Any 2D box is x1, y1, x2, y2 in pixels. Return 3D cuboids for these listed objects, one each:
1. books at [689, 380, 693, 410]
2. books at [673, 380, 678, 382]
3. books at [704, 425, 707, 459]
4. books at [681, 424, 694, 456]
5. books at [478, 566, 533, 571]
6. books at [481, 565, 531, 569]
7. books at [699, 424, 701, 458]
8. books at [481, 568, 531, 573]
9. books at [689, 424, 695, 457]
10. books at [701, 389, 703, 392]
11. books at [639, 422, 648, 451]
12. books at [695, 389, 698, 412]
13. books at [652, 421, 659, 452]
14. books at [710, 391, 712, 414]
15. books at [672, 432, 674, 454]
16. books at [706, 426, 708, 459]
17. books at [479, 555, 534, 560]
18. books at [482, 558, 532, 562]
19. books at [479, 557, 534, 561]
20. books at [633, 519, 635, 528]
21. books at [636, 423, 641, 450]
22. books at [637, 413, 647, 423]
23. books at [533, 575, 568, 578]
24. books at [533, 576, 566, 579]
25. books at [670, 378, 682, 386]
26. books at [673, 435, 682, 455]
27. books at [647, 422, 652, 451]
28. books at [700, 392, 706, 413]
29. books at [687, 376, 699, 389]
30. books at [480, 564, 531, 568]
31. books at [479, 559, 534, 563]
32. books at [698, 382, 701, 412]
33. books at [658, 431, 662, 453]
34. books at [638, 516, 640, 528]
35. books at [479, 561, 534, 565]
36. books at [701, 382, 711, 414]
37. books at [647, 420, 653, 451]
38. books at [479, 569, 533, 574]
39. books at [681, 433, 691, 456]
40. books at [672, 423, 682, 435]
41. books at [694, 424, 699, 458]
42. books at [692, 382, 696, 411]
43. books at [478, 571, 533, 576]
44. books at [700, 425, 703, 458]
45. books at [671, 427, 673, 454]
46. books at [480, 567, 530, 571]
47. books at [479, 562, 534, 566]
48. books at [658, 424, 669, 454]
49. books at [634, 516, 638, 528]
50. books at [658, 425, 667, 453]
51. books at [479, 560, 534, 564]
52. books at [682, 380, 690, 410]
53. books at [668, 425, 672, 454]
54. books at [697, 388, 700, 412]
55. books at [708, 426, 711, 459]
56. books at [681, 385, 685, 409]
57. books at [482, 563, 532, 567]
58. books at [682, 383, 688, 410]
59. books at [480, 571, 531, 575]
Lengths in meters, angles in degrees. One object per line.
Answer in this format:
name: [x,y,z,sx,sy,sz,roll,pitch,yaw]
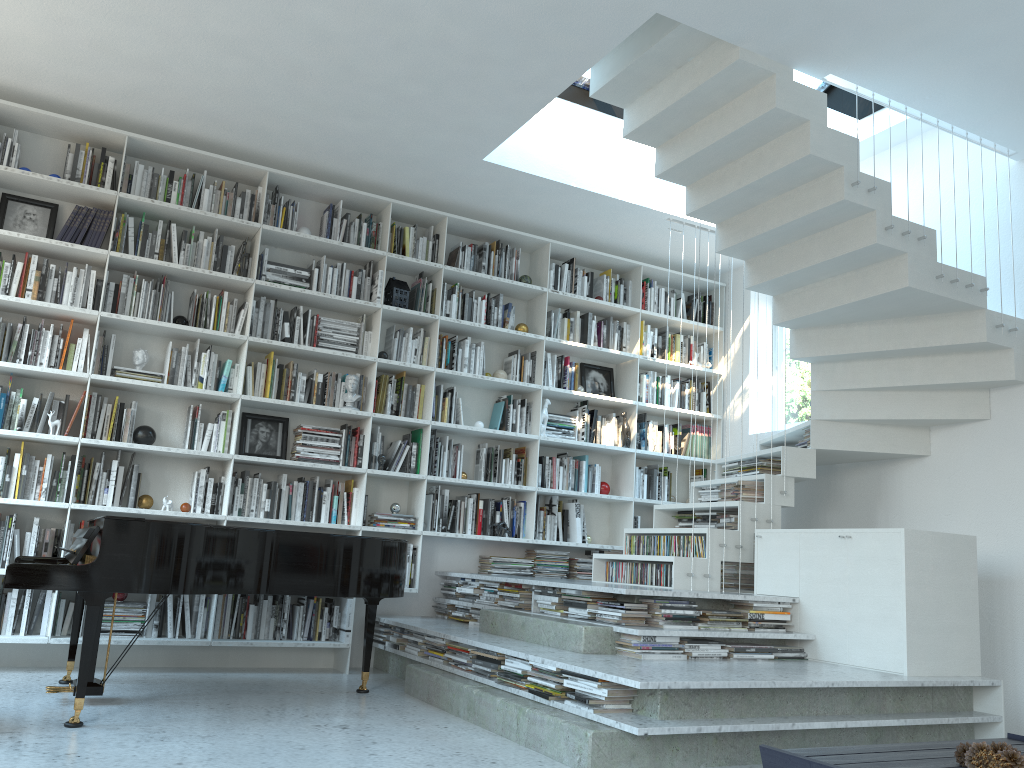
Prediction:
books: [1.417,0.118,7.268,0.013,0.276,0.188,9,-12,-27]
books: [1.316,0.109,7.245,0.010,0.273,0.130,9,-12,-27]
books: [1.533,0.492,7.266,0.018,0.293,0.169,9,-12,-27]
books: [1.395,0.473,7.201,0.072,0.291,0.169,9,-12,-27]
books: [-0.048,1.313,6.315,0.346,0.007,0.193,10,-13,-28]
books: [-0.044,1.304,6.309,0.308,0.008,0.195,11,-13,-31]
books: [1.483,0.485,7.246,0.018,0.293,0.169,9,-12,-27]
books: [-0.048,1.326,6.307,0.308,0.008,0.195,8,-12,-23]
books: [1.429,0.476,7.218,0.033,0.293,0.169,9,-12,-27]
books: [1.535,0.168,7.358,0.024,0.230,0.131,9,-12,-27]
books: [1.008,0.430,6.995,0.022,0.242,0.171,9,-12,-27]
books: [1.459,0.157,7.279,0.025,0.211,0.188,9,-12,-27]
books: [1.097,0.436,7.040,0.056,0.261,0.177,9,-12,-27]
books: [1.601,0.178,7.358,0.021,0.218,0.184,9,-12,-27]
books: [1.257,0.496,7.150,0.014,0.206,0.138,9,-12,-27]
books: [1.547,0.496,7.278,0.018,0.293,0.169,9,-12,-27]
books: [-0.041,1.240,6.330,0.346,0.007,0.193,9,-13,-25]
books: [-0.042,1.254,6.327,0.308,0.008,0.195,9,-13,-25]
books: [-0.041,1.247,6.329,0.346,0.007,0.193,10,-13,-28]
books: [0.866,1.130,6.727,0.031,0.214,0.165,9,-12,-27]
books: [0.956,0.431,6.999,0.066,0.236,0.144,9,-12,-27]
books: [1.017,0.397,7.027,0.012,0.321,0.141,9,-12,-27]
books: [0.243,1.399,6.461,0.285,0.007,0.160,9,-13,-27]
books: [0.246,1.405,6.454,0.254,0.007,0.161,9,-12,-24]
books: [1.333,0.102,7.251,0.024,0.291,0.132,9,-12,-27]
books: [1.292,0.505,7.121,0.024,0.180,0.191,9,-12,-27]
books: [1.040,0.434,7.011,0.026,0.245,0.181,9,-12,-27]
books: [1.527,0.176,7.312,0.029,0.195,0.192,9,-12,-27]
books: [1.490,0.109,7.331,0.013,0.329,0.140,9,-12,-27]
books: [-0.049,1.299,6.322,0.308,0.008,0.195,9,-13,-27]
books: [-0.042,1.262,6.326,0.346,0.007,0.193,9,-13,-25]
books: [1.504,0.132,7.325,0.013,0.282,0.149,9,-12,-27]
books: [1.129,0.477,7.051,0.023,0.189,0.170,9,-12,-27]
books: [0.917,1.126,6.752,0.030,0.238,0.151,9,-12,-27]
books: [-0.043,1.276,6.323,0.346,0.007,0.193,9,-13,-25]
books: [1.576,0.137,7.350,0.042,0.292,0.186,9,-12,-27]
books: [1.057,0.430,7.034,0.022,0.265,0.157,9,-12,-27]
books: [-0.046,1.333,6.302,0.346,0.007,0.193,8,-12,-22]
books: [1.358,0.505,7.174,0.089,0.217,0.167,9,-12,-27]
books: [1.304,0.466,7.165,0.026,0.277,0.170,9,-12,-27]
books: [1.457,0.478,7.217,0.018,0.293,0.169,9,-12,-27]
books: [1.436,0.125,7.274,0.028,0.267,0.173,9,-12,-27]
books: [-0.049,1.348,6.302,0.346,0.007,0.193,8,-12,-23]
books: [1.501,0.487,7.250,0.018,0.293,0.169,9,-12,-27]
books: [1.242,0.472,7.142,0.025,0.248,0.134,9,-12,-27]
books: [-0.050,1.320,6.313,0.308,0.008,0.195,9,-13,-25]
books: [-0.042,1.283,6.319,0.346,0.007,0.193,10,-13,-29]
books: [1.192,0.456,7.106,0.029,0.258,0.171,9,-12,-27]
books: [0.898,1.125,6.740,0.014,0.233,0.183,9,-12,-27]
books: [1.174,0.457,7.084,0.022,0.246,0.181,9,-12,-27]
books: [-0.039,1.268,6.317,0.346,0.007,0.193,11,-13,-31]
books: [1.405,0.114,7.265,0.012,0.282,0.151,9,-12,-27]
books: [1.227,0.466,7.131,0.012,0.253,0.161,9,-12,-27]
books: [1.477,0.158,7.299,0.025,0.219,0.178,9,-12,-27]
books: [1.568,0.497,7.277,0.018,0.293,0.169,9,-12,-27]
books: [1.354,0.133,7.258,0.028,0.236,0.146,9,-12,-27]
books: [-0.040,1.290,6.313,0.308,0.008,0.195,8,-12,-22]
books: [1.383,0.128,7.262,0.025,0.252,0.160,9,-12,-27]
books: [-0.049,1.341,6.304,0.308,0.008,0.195,10,-13,-30]
